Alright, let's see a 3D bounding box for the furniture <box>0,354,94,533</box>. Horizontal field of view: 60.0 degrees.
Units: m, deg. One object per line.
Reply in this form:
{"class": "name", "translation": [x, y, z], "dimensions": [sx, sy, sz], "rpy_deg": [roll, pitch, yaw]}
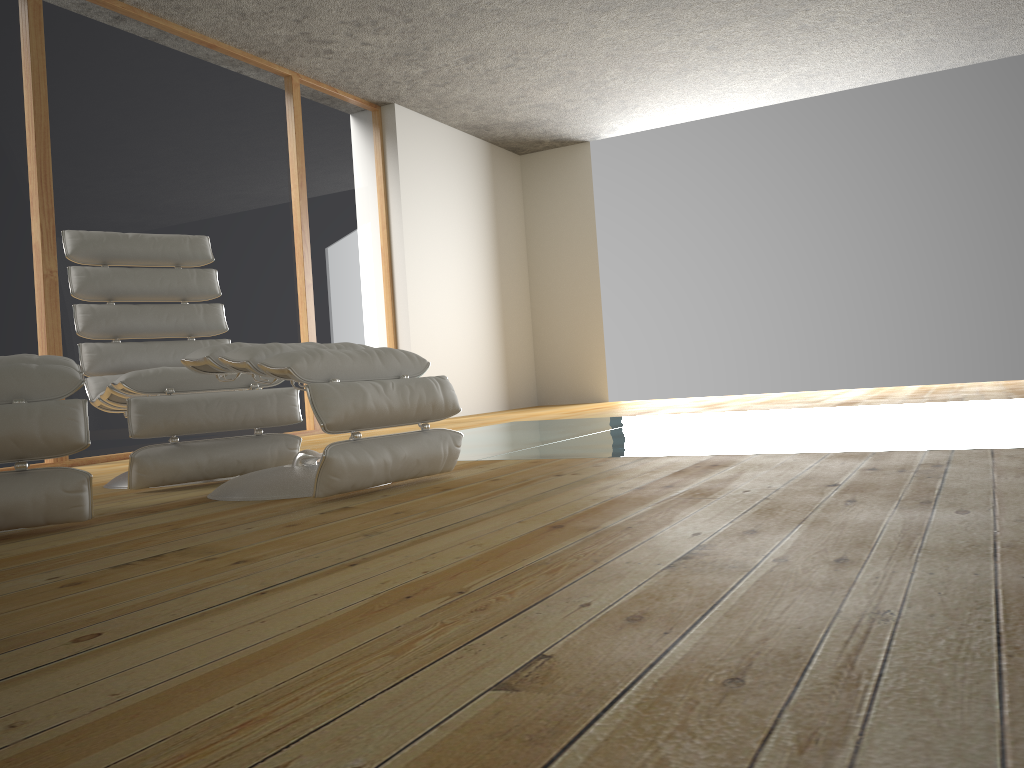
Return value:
{"class": "furniture", "translation": [-1.380, 0.141, 2.218], "dimensions": [0.570, 0.439, 0.685], "rpy_deg": [-4, 0, -27]}

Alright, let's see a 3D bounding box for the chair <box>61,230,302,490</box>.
{"class": "chair", "translation": [-1.227, -0.141, 3.242], "dimensions": [0.570, 0.969, 0.913], "rpy_deg": [-3, -1, -37]}

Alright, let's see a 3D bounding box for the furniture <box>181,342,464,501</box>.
{"class": "furniture", "translation": [-0.575, 0.082, 2.599], "dimensions": [0.685, 0.440, 0.570], "rpy_deg": [-4, 0, 34]}
